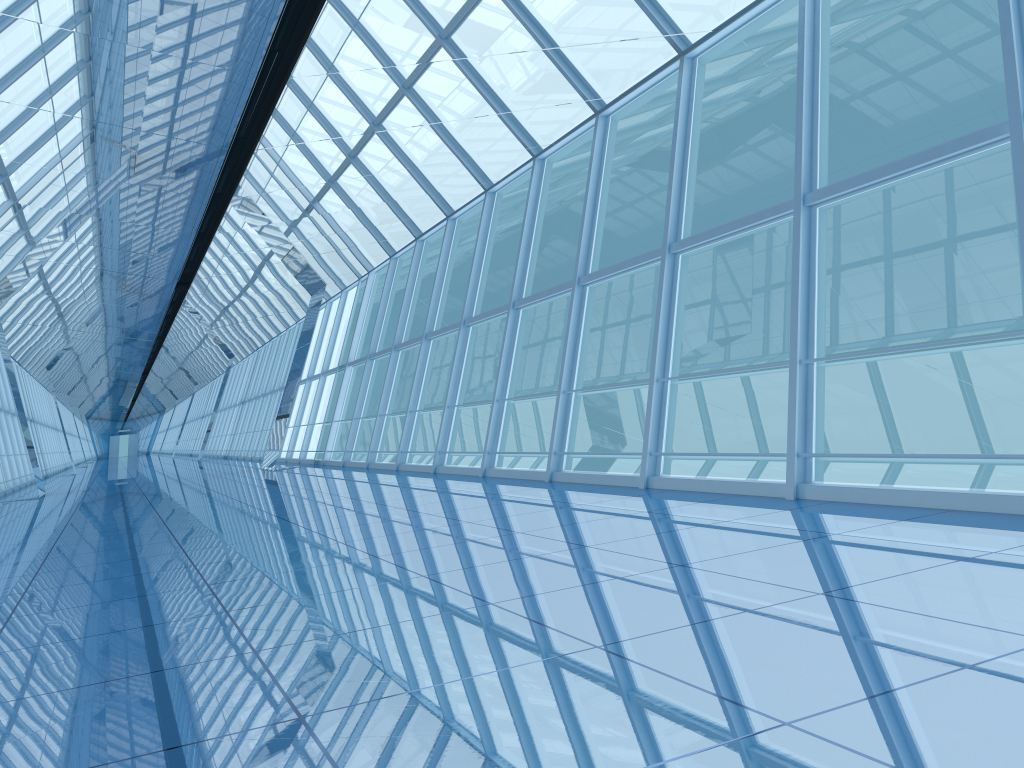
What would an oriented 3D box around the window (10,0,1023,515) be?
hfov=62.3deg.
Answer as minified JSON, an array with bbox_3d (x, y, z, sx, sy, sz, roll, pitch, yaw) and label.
[{"bbox_3d":[-19.398,1.701,43.774,9.939,4.963,104.981,-3,-3,-25],"label":"window"}]
